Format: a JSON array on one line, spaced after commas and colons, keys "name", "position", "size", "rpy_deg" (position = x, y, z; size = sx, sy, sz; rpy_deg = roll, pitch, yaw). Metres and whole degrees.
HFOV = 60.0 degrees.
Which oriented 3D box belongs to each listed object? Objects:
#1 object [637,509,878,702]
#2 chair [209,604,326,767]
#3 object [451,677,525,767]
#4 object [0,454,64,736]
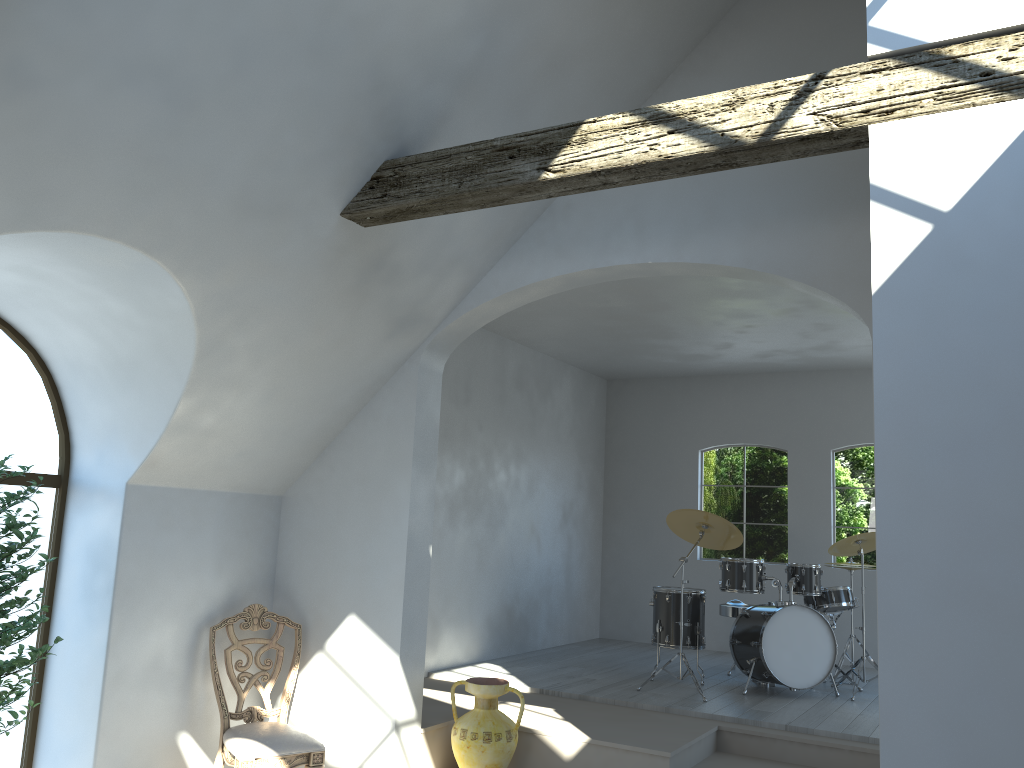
[{"name": "object", "position": [2.023, 1.784, 7.393], "size": [2.354, 1.383, 1.465], "rpy_deg": [5, -10, -16]}, {"name": "chair", "position": [-1.395, 1.866, 5.019], "size": [0.552, 1.159, 0.655], "rpy_deg": [9, -11, -35]}, {"name": "object", "position": [-0.162, 2.086, 5.295], "size": [0.402, 0.605, 0.396], "rpy_deg": [5, -10, -13]}, {"name": "object", "position": [-2.521, 1.272, 4.122], "size": [0.737, 1.920, 0.718], "rpy_deg": [11, -12, -41]}]
